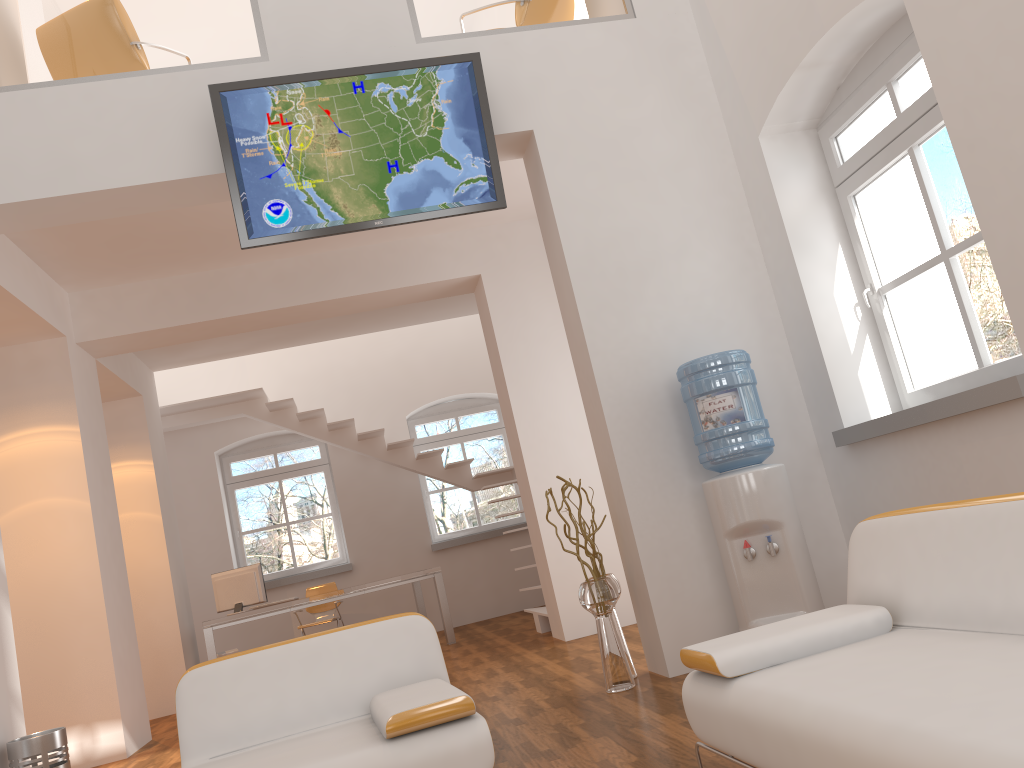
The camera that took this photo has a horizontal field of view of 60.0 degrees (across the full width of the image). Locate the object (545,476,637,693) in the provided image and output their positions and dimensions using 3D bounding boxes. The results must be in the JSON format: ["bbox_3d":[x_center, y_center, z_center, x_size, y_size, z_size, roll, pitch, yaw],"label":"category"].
[{"bbox_3d":[0.438,1.021,4.739,0.284,1.112,0.655,-15,-10,10],"label":"object"}]

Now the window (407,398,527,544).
[{"bbox_3d":[-0.574,1.054,11.261,1.308,1.737,0.142,-11,-10,-11],"label":"window"}]

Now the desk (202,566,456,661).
[{"bbox_3d":[-1.826,2.448,8.752,2.239,0.750,1.092,-9,-11,-21],"label":"desk"}]

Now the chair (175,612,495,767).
[{"bbox_3d":[-0.593,1.153,2.832,0.923,0.661,0.825,-10,-10,-16],"label":"chair"}]

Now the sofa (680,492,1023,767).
[{"bbox_3d":[1.049,0.577,1.723,0.825,0.661,2.010,-11,-10,-13],"label":"sofa"}]

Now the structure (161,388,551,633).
[{"bbox_3d":[-1.415,1.203,8.951,4.630,3.042,3.450,-11,-10,-11],"label":"structure"}]

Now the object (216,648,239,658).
[{"bbox_3d":[-2.730,2.812,8.608,0.200,0.422,0.474,-9,-11,-21],"label":"object"}]

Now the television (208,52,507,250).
[{"bbox_3d":[-0.771,-1.212,4.582,1.388,0.803,0.266,-11,-10,-11],"label":"television"}]

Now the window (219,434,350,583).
[{"bbox_3d":[-2.782,1.488,10.821,1.308,1.737,0.142,-11,-10,-11],"label":"window"}]

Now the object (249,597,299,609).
[{"bbox_3d":[-2.387,2.197,8.898,0.467,0.031,0.200,-13,-10,-1],"label":"object"}]

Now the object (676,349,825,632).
[{"bbox_3d":[1.180,0.589,4.390,0.436,1.490,0.436,-8,-11,-26],"label":"object"}]

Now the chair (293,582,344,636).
[{"bbox_3d":[-2.071,2.616,9.660,0.495,0.829,0.464,-14,-10,4],"label":"chair"}]

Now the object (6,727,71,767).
[{"bbox_3d":[-2.188,1.866,4.135,0.248,0.450,0.248,-19,-12,32],"label":"object"}]

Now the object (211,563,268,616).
[{"bbox_3d":[-2.639,1.978,8.470,0.516,0.418,0.245,-16,-10,18],"label":"object"}]

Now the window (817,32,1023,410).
[{"bbox_3d":[1.939,-0.744,4.069,0.142,1.627,1.302,-11,-10,-11],"label":"window"}]
